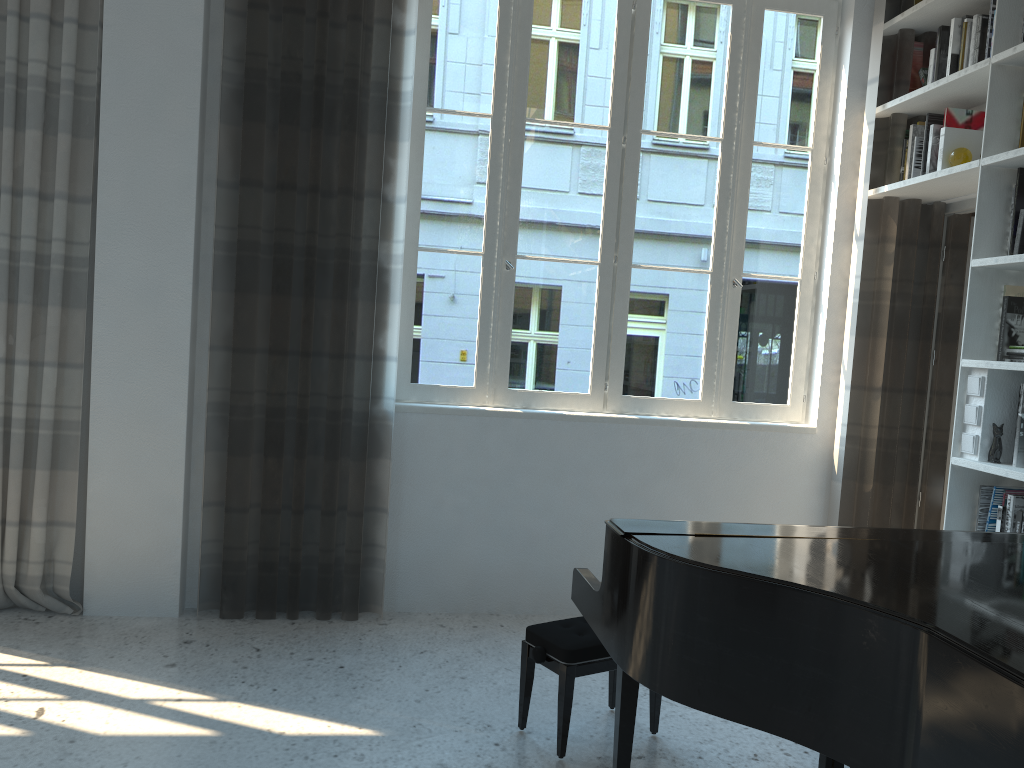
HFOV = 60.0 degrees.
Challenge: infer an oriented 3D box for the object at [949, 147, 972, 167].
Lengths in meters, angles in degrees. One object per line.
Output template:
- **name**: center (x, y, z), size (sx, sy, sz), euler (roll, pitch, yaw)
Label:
- **object**: center (1.826, -0.919, 3.611), size (0.087, 0.088, 0.086), euler (7, 5, 40)

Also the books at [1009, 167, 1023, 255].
- **books**: center (1.907, -0.609, 3.222), size (0.184, 0.334, 0.012), euler (3, 4, -9)

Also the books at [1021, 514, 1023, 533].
- **books**: center (1.866, 0.545, 3.100), size (0.189, 0.257, 0.013), euler (3, 4, -9)

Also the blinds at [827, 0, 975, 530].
- **blinds**: center (1.924, -0.463, 4.084), size (0.776, 3.234, 0.139), euler (3, 4, -9)

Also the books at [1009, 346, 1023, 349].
- **books**: center (1.918, -0.122, 3.137), size (0.161, 0.012, 0.254), euler (3, 3, -8)

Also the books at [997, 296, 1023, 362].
- **books**: center (1.892, -0.199, 3.294), size (0.156, 0.243, 0.028), euler (3, 4, -9)

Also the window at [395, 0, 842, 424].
- **window**: center (0.495, -0.851, 4.016), size (1.983, 2.011, 0.073), euler (3, 4, -9)

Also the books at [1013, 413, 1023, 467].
- **books**: center (1.868, 0.203, 3.131), size (0.193, 0.189, 0.019), euler (3, 4, -9)

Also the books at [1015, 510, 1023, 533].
- **books**: center (1.860, 0.561, 3.121), size (0.189, 0.223, 0.028), euler (3, 4, -9)

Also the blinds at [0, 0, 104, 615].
- **blinds**: center (-2.146, -0.720, 3.464), size (1.026, 3.264, 0.183), euler (3, 4, -9)

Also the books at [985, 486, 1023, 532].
- **books**: center (1.840, 0.520, 3.290), size (0.172, 0.284, 0.052), euler (3, 4, -9)

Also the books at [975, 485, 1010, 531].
- **books**: center (1.827, 0.520, 3.320), size (0.189, 0.277, 0.011), euler (3, 4, -9)

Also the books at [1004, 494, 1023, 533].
- **books**: center (1.858, 0.535, 3.195), size (0.171, 0.266, 0.029), euler (3, 4, -9)

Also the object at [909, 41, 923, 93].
- **object**: center (1.851, -1.373, 3.964), size (0.176, 0.296, 0.035), euler (3, 4, -9)

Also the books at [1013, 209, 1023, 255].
- **books**: center (1.912, -0.532, 3.204), size (0.189, 0.182, 0.037), euler (3, 4, -9)

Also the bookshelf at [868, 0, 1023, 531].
- **bookshelf**: center (2.174, -0.211, 1.032), size (0.330, 3.145, 6.291), euler (3, 3, -9)

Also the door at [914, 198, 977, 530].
- **door**: center (2.349, 0.209, 3.854), size (0.786, 1.982, 0.833), euler (3, 4, -9)

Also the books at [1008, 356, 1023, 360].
- **books**: center (1.916, -0.085, 3.140), size (0.161, 0.012, 0.254), euler (3, 3, -8)

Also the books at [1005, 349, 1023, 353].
- **books**: center (1.911, -0.110, 3.137), size (0.159, 0.012, 0.285), euler (4, 3, -5)

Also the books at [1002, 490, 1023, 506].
- **books**: center (1.864, 0.528, 3.262), size (0.150, 0.274, 0.010), euler (3, 4, -9)

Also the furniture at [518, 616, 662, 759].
- **furniture**: center (0.255, 0.936, 2.828), size (0.467, 0.354, 0.239), euler (2, 4, -33)

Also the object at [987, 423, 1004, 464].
- **object**: center (1.747, 0.214, 3.199), size (0.045, 0.147, 0.045), euler (6, 4, 30)

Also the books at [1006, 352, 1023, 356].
- **books**: center (1.913, -0.098, 3.138), size (0.161, 0.012, 0.254), euler (3, 3, -12)

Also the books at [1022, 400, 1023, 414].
- **books**: center (1.884, 0.166, 3.143), size (0.177, 0.264, 0.007), euler (3, 4, -9)

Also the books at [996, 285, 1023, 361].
- **books**: center (1.901, -0.221, 3.313), size (0.159, 0.285, 0.012), euler (3, 4, -9)

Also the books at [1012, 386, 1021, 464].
- **books**: center (1.896, 0.152, 3.205), size (0.159, 0.285, 0.008), euler (3, 4, -9)

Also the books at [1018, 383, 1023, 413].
- **books**: center (1.891, 0.149, 3.177), size (0.171, 0.294, 0.014), euler (3, 4, -9)

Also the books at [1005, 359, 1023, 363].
- **books**: center (1.911, -0.074, 3.140), size (0.159, 0.012, 0.285), euler (4, 3, -6)

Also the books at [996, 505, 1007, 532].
- **books**: center (1.847, 0.555, 3.221), size (0.187, 0.221, 0.022), euler (3, 4, -9)

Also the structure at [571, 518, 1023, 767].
- **structure**: center (0.951, 0.815, 1.669), size (1.334, 0.833, 1.916), euler (3, 3, -9)

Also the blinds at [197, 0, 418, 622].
- **blinds**: center (-0.833, -0.624, 3.668), size (0.776, 3.234, 0.139), euler (3, 4, -9)
